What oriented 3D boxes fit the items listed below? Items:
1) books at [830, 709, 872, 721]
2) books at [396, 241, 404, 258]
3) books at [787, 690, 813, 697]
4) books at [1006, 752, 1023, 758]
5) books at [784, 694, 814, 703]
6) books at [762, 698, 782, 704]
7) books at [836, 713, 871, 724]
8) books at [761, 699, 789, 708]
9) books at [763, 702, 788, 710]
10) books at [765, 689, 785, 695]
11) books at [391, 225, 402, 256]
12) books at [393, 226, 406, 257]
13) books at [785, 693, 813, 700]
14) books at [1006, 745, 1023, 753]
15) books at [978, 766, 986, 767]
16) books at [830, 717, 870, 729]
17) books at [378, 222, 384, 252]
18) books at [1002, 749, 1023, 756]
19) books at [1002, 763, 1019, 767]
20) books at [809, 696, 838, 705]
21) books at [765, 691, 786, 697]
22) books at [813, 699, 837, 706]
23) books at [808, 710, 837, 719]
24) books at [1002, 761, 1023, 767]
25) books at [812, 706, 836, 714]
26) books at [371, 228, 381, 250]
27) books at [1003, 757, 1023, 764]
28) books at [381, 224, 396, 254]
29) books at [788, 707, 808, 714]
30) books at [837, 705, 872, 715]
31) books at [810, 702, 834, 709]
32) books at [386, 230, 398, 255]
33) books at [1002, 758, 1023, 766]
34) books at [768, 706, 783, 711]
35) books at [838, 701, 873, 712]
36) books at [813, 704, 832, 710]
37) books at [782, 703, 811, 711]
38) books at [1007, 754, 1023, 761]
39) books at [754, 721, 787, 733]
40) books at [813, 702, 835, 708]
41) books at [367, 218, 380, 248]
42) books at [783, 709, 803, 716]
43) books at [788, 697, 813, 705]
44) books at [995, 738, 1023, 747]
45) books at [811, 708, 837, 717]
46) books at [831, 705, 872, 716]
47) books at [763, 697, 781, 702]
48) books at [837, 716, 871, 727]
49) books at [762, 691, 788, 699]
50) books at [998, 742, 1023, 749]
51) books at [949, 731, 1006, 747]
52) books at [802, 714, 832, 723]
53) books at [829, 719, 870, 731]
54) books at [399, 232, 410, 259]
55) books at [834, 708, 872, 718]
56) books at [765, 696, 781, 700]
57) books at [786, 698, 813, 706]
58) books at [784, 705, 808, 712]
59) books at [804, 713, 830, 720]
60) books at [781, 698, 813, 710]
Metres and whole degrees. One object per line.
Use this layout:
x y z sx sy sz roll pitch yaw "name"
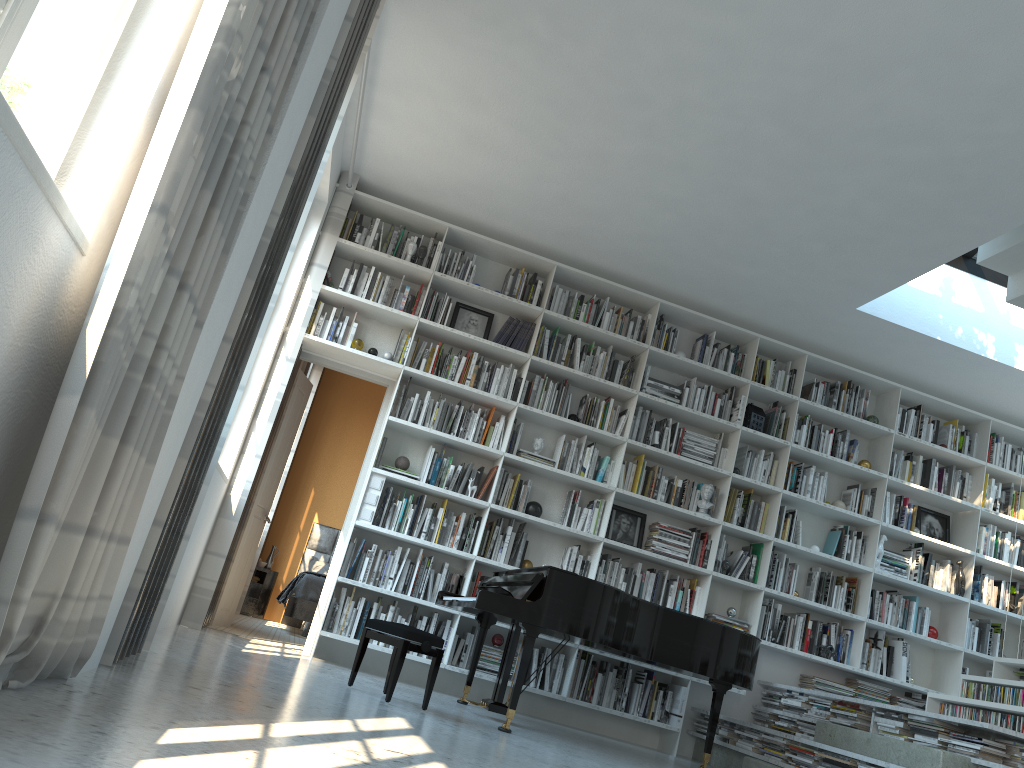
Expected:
2.152 2.080 5.553 0.179 0.017 0.293 18 -16 -8 "books"
-0.833 -0.931 6.481 0.024 0.187 0.160 18 -16 -9 "books"
2.028 2.156 6.130 0.171 0.020 0.194 20 -17 -14 "books"
2.627 1.913 4.527 0.260 0.009 0.153 17 -16 -6 "books"
2.030 2.183 6.125 0.163 0.018 0.290 19 -17 -10 "books"
1.942 2.300 6.385 0.179 0.012 0.262 18 -17 -9 "books"
2.155 2.099 5.549 0.159 0.018 0.203 19 -17 -11 "books"
1.934 2.312 6.380 0.175 0.017 0.266 17 -16 -6 "books"
1.938 2.330 6.377 0.163 0.017 0.233 18 -16 -7 "books"
1.962 2.244 6.402 0.159 0.011 0.246 19 -17 -12 "books"
-0.863 -1.000 6.489 0.014 0.303 0.146 18 -16 -9 "books"
-0.844 -0.996 6.504 0.029 0.313 0.129 18 -16 -9 "books"
2.035 2.172 6.129 0.159 0.007 0.286 19 -17 -10 "books"
2.634 1.888 4.539 0.221 0.018 0.154 18 -16 -8 "books"
2.436 1.924 4.346 0.234 0.025 0.158 20 -17 -14 "books"
2.138 2.126 5.539 0.178 0.014 0.248 19 -17 -11 "books"
-0.962 -1.018 6.448 0.057 0.262 0.191 18 -16 -9 "books"
2.635 1.897 4.510 0.230 0.015 0.190 17 -16 -4 "books"
2.614 1.968 4.502 0.216 0.015 0.178 19 -17 -11 "books"
2.097 2.096 5.839 0.165 0.015 0.243 20 -17 -14 "books"
1.960 2.253 6.399 0.167 0.008 0.235 19 -17 -10 "books"
2.106 2.113 5.838 0.149 0.013 0.220 17 -16 -6 "books"
2.075 2.184 5.814 0.164 0.023 0.242 17 -16 -5 "books"
2.614 1.958 4.519 0.227 0.012 0.148 19 -17 -11 "books"
2.099 2.155 5.827 0.150 0.013 0.216 18 -17 -9 "books"
-1.002 -1.001 6.440 0.030 0.205 0.176 18 -16 -9 "books"
2.624 1.932 4.508 0.215 0.013 0.189 19 -17 -10 "books"
-0.918 -1.009 6.473 0.039 0.282 0.182 18 -16 -9 "books"
2.022 2.266 6.104 0.131 0.021 0.241 18 -16 -7 "books"
2.182 2.054 5.566 0.129 0.013 0.296 19 -17 -11 "books"
2.095 2.130 5.831 0.167 0.008 0.235 19 -17 -10 "books"
-0.893 -0.982 6.493 0.030 0.257 0.130 18 -16 -9 "books"
2.616 1.948 4.527 0.208 0.012 0.132 19 -17 -13 "books"
1.947 2.349 6.375 0.134 0.014 0.181 19 -17 -12 "books"
2.177 2.031 5.570 0.139 0.028 0.262 17 -16 -4 "books"
2.100 2.142 5.830 0.144 0.013 0.221 17 -16 -6 "books"
2.012 2.239 6.108 0.163 0.008 0.295 19 -17 -11 "books"
2.625 1.922 4.521 0.210 0.012 0.168 18 -16 -8 "books"
1.859 2.463 6.364 0.163 0.019 0.188 19 -17 -10 "books"
2.103 2.124 5.835 0.160 0.010 0.180 18 -17 -9 "books"
-1.021 -1.043 6.455 0.028 0.282 0.190 18 -16 -9 "books"
1.999 2.278 6.096 0.173 0.016 0.233 19 -17 -10 "books"
2.027 2.197 6.121 0.143 0.012 0.264 17 -16 -4 "books"
2.637 1.867 4.557 0.261 0.016 0.129 19 -17 -10 "books"
2.091 2.169 5.822 0.154 0.018 0.221 19 -17 -10 "books"
2.155 2.056 5.559 0.187 0.009 0.261 19 -17 -10 "books"
1.951 2.292 6.388 0.156 0.009 0.288 19 -17 -11 "books"
2.162 2.119 5.547 0.138 0.017 0.238 19 -17 -10 "books"
1.947 2.260 6.395 0.171 0.015 0.253 20 -17 -14 "books"
2.639 1.874 4.534 0.228 0.009 0.159 19 -17 -13 "books"
2.409 1.840 4.593 0.149 0.014 0.229 19 -17 -11 "books"
2.064 2.210 5.806 0.183 0.012 0.297 19 -17 -10 "books"
2.128 2.136 5.534 0.182 0.011 0.254 17 -16 -5 "books"
-0.806 -0.965 6.502 0.013 0.274 0.159 18 -16 -9 "books"
2.158 2.068 5.557 0.161 0.012 0.255 17 -16 -5 "books"
1.961 2.287 6.392 0.145 0.008 0.298 19 -17 -10 "books"
2.019 2.204 6.118 0.171 0.007 0.207 18 -16 -7 "books"
2.013 2.248 6.106 0.152 0.009 0.259 19 -17 -12 "books"
2.063 2.197 5.808 0.190 0.012 0.235 19 -17 -11 "books"
2.004 2.217 6.111 0.189 0.029 0.238 19 -17 -12 "books"
